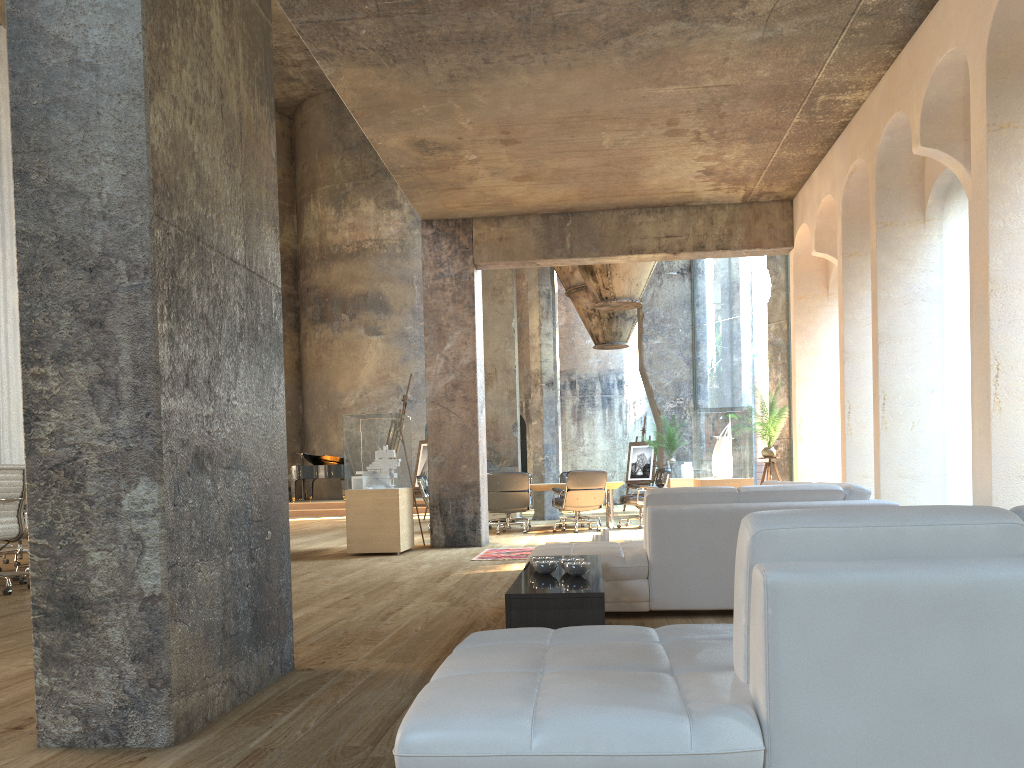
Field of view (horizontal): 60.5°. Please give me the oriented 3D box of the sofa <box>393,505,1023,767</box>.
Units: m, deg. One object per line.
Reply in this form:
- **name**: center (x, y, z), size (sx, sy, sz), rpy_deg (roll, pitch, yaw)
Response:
- **sofa**: center (0.837, 0.638, 2.075), size (2.068, 0.721, 1.074), rpy_deg (-2, -4, 5)

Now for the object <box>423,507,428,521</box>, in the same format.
- **object**: center (-1.375, 1.702, 17.765), size (0.685, 2.148, 0.699), rpy_deg (-1, 1, 31)

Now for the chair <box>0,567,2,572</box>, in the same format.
- **chair**: center (-5.478, 1.386, 8.794), size (0.699, 1.026, 0.665), rpy_deg (-2, -1, 14)

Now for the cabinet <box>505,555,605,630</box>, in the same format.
- **cabinet**: center (0.219, 1.043, 4.038), size (0.396, 0.368, 1.566), rpy_deg (-2, -6, 5)

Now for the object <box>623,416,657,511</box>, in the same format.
- **object**: center (2.908, 1.775, 19.557), size (0.702, 2.148, 0.682), rpy_deg (-1, 1, 34)

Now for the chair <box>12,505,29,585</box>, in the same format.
- **chair**: center (-4.159, 1.252, 7.888), size (0.699, 1.026, 0.665), rpy_deg (-2, -1, 14)

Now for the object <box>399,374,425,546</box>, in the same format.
- **object**: center (-1.436, 0.953, 10.775), size (0.685, 2.148, 0.700), rpy_deg (-2, 1, 4)

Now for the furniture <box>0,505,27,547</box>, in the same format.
- **furniture**: center (-7.455, 2.057, 13.692), size (0.708, 0.840, 1.877), rpy_deg (-2, -5, 5)

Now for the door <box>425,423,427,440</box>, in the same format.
- **door**: center (-2.130, 2.039, 24.773), size (0.901, 2.298, 0.091), rpy_deg (-2, 2, -37)

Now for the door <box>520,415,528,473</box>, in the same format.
- **door**: center (0.227, 2.117, 24.553), size (0.111, 2.633, 0.903), rpy_deg (-3, 2, -43)

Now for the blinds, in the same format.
- **blinds**: center (-8.341, -1.552, 16.809), size (0.275, 8.645, 7.839), rpy_deg (-1, -2, 6)

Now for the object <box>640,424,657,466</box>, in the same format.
- **object**: center (3.037, 1.258, 18.402), size (0.689, 0.940, 0.859), rpy_deg (-2, -2, 26)

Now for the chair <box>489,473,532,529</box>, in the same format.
- **chair**: center (-0.035, 1.889, 14.276), size (0.730, 0.892, 0.822), rpy_deg (-2, -2, 12)

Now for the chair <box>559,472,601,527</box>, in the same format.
- **chair**: center (1.077, 1.847, 14.173), size (0.730, 0.892, 0.822), rpy_deg (-2, -2, 6)

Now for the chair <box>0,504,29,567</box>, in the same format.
- **chair**: center (-5.400, 1.480, 9.690), size (0.699, 1.026, 0.665), rpy_deg (-2, -1, 11)

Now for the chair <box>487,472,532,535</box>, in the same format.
- **chair**: center (-0.066, 1.730, 12.790), size (0.729, 0.892, 0.823), rpy_deg (-2, -2, -1)

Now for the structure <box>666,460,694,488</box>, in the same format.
- **structure**: center (3.019, 1.806, 14.868), size (0.735, 1.015, 0.744), rpy_deg (-2, -1, 5)

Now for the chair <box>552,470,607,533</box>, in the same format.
- **chair**: center (0.943, 1.695, 12.729), size (0.729, 0.892, 0.823), rpy_deg (-1, -2, -21)

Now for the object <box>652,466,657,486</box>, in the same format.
- **object**: center (3.118, 2.204, 18.397), size (0.658, 0.973, 0.571), rpy_deg (-2, 0, -1)

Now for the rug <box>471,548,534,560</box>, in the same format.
- **rug**: center (0.872, 1.755, 9.190), size (2.463, 0.009, 1.350), rpy_deg (-2, -6, 5)

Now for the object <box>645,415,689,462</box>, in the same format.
- **object**: center (2.796, 1.002, 15.954), size (0.859, 0.940, 0.688), rpy_deg (-2, -1, 8)

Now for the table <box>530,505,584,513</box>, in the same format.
- **table**: center (0.886, 2.614, 19.677), size (1.871, 0.546, 0.943), rpy_deg (-2, -4, 5)

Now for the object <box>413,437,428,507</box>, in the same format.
- **object**: center (-1.440, 1.501, 15.874), size (0.702, 2.148, 0.682), rpy_deg (-1, 1, 37)

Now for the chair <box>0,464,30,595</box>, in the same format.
- **chair**: center (-4.237, 1.158, 6.993), size (0.699, 1.026, 0.665), rpy_deg (-2, -1, 11)

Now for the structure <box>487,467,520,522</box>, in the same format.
- **structure**: center (-0.265, 2.071, 16.485), size (0.743, 1.015, 0.736), rpy_deg (-2, -1, 5)

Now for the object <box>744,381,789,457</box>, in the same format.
- **object**: center (3.160, 0.444, 10.851), size (0.687, 0.940, 0.861), rpy_deg (-2, -2, -4)

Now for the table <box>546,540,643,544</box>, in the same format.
- **table**: center (0.712, 1.445, 7.322), size (0.860, 0.246, 0.371), rpy_deg (-2, -4, 5)

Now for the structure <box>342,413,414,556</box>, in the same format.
- **structure**: center (-1.488, 1.131, 9.892), size (0.594, 1.548, 0.742), rpy_deg (-2, 0, 5)

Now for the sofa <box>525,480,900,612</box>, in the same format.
- **sofa**: center (1.214, 1.076, 6.261), size (2.064, 0.721, 2.937), rpy_deg (-2, -6, 5)

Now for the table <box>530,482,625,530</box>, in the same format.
- **table**: center (0.501, 1.881, 13.465), size (2.410, 0.700, 1.107), rpy_deg (-2, -4, 5)

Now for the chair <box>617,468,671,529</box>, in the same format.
- **chair**: center (1.981, 1.730, 13.324), size (0.821, 0.893, 0.731), rpy_deg (-2, -2, -1)

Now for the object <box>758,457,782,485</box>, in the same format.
- **object**: center (3.125, 1.396, 10.877), size (0.657, 0.973, 0.572), rpy_deg (-1, -1, -31)

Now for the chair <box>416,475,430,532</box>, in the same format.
- **chair**: center (-1.048, 1.846, 13.615), size (0.821, 0.893, 0.731), rpy_deg (-2, -2, 1)

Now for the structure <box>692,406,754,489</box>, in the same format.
- **structure**: center (2.501, 1.080, 10.449), size (0.594, 1.548, 0.742), rpy_deg (-2, 0, 5)
